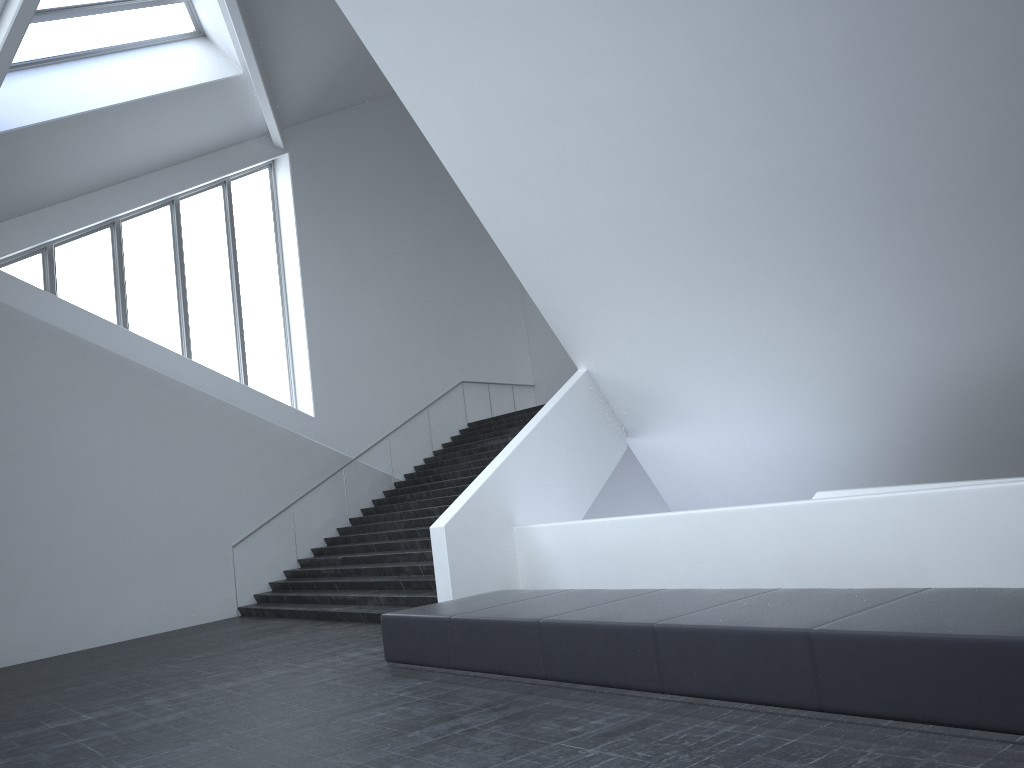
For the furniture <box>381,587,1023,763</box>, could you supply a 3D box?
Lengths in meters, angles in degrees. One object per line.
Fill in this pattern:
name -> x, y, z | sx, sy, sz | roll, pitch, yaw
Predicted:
furniture -> 1.156, 1.930, 6.601 | 1.488, 0.580, 5.742 | -1, -10, -40
